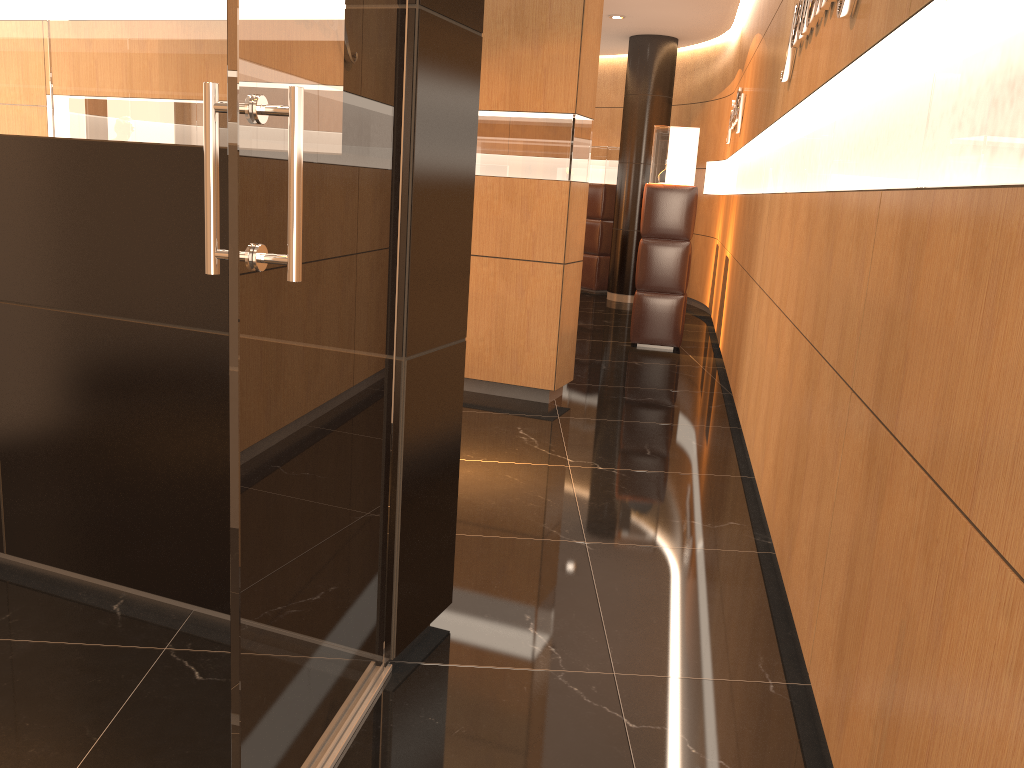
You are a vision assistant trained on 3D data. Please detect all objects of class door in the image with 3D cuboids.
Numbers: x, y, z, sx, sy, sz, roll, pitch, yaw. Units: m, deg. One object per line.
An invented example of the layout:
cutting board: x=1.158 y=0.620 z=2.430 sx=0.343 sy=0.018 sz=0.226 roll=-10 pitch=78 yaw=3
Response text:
door: x=-0.460 y=-0.506 z=1.007 sx=0.098 sy=3.285 sz=2.473 roll=6 pitch=13 yaw=9

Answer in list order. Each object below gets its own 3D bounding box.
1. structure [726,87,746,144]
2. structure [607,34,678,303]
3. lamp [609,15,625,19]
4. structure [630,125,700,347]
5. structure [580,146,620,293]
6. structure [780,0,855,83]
structure: x=2.236 y=-2.687 z=8.876 sx=0.034 sy=0.442 sz=2.050 roll=6 pitch=13 yaw=9
structure: x=1.683 y=-2.792 z=11.509 sx=0.613 sy=3.430 sz=0.613 roll=7 pitch=13 yaw=13
lamp: x=1.171 y=-4.119 z=9.883 sx=0.176 sy=0.068 sz=0.176 roll=5 pitch=13 yaw=4
structure: x=1.436 y=-1.361 z=8.252 sx=0.498 sy=1.968 sz=0.484 roll=6 pitch=13 yaw=9
structure: x=1.277 y=-2.313 z=12.529 sx=0.484 sy=2.000 sz=0.498 roll=-5 pitch=15 yaw=-35
structure: x=1.235 y=-1.564 z=3.571 sx=0.034 sy=0.442 sz=2.050 roll=6 pitch=13 yaw=9
